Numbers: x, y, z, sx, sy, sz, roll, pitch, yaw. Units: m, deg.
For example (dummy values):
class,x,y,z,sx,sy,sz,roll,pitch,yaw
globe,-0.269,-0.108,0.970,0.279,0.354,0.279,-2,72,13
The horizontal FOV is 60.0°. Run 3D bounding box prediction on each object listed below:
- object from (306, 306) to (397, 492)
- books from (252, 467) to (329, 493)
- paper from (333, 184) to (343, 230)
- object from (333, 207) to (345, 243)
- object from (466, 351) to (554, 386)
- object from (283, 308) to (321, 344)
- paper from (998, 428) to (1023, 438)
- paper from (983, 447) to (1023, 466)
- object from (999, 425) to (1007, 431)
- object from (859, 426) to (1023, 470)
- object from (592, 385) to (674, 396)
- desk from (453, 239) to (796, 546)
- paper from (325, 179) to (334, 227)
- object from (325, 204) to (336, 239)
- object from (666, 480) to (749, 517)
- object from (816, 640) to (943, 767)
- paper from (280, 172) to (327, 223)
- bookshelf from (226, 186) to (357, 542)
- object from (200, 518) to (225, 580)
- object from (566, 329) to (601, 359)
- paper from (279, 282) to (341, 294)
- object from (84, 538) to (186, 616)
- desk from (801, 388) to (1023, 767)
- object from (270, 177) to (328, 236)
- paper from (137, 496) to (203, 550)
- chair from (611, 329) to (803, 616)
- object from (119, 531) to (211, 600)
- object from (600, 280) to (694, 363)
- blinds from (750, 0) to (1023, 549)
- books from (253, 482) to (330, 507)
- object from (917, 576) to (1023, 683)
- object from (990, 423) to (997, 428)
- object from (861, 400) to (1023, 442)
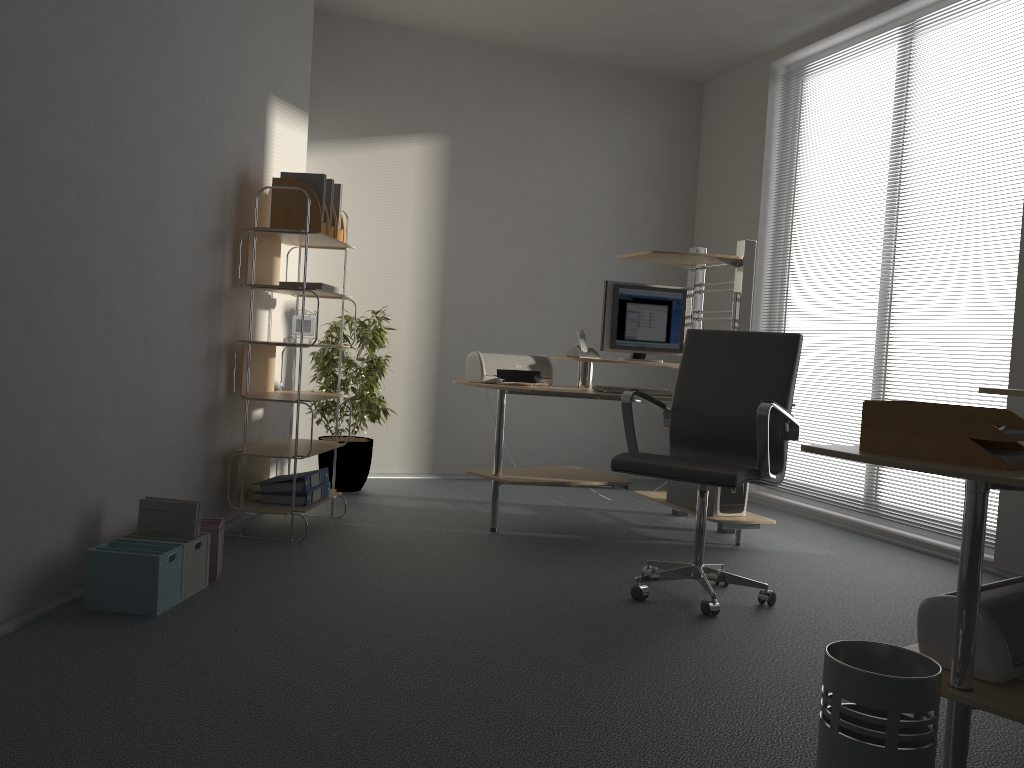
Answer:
class,x,y,z,sx,sy,sz,roll,pitch,yaw
object,-0.966,0.081,5.388,0.544,1.147,0.644,4,2,8
books,-1.055,0.459,4.239,0.263,0.100,0.320,4,2,7
paper,-0.953,-0.845,4.403,0.213,0.297,0.045,4,2,10
object,-0.956,-0.825,4.383,0.243,0.259,0.113,4,2,10
object,0.027,-0.077,4.580,0.438,0.162,0.351,2,3,-29
object,-0.991,-0.273,4.213,0.077,0.161,0.192,5,2,25
paper,0.975,0.095,1.961,0.210,0.010,0.297,1,3,-42
paper,0.972,0.147,1.963,0.210,0.019,0.297,1,3,-42
object,1.043,0.094,1.884,0.008,0.009,0.159,5,3,33
object,0.972,0.135,1.963,0.225,0.060,0.309,1,3,-42
object,0.583,0.047,4.650,0.478,0.082,0.814,3,2,-13
desk,0.539,-0.012,4.521,1.469,1.566,0.967,3,2,-21
paper,-0.973,-0.842,4.280,0.213,0.297,0.045,4,2,7
object,-0.976,-0.821,4.260,0.243,0.259,0.113,4,2,7
object,1.031,0.446,4.654,0.199,0.422,0.471,3,2,-21
object,0.697,0.712,1.704,0.208,0.377,0.208,4,2,23
paper,-0.986,-0.838,4.157,0.213,0.297,0.045,4,2,4
bookshelf,-1.023,-0.094,4.231,0.381,1.572,0.724,4,2,6
object,-1.220,0.620,3.327,0.245,0.202,0.185,3,2,-12
object,0.382,-0.214,4.712,0.150,0.151,0.119,2,3,-35
paper,-0.977,-0.463,4.309,0.213,0.046,0.297,4,2,6
object,-1.234,0.636,2.916,0.245,0.202,0.185,4,2,6
desk,1.531,0.151,1.914,1.469,1.566,0.967,3,2,-21
object,-0.987,-0.817,4.137,0.243,0.259,0.113,4,2,4
paper,-1.209,0.559,3.112,0.220,0.306,0.068,4,2,6
chair,0.753,0.303,3.438,0.584,1.048,0.652,5,3,35
object,-1.215,0.629,3.100,0.245,0.202,0.185,4,2,6
object,0.727,-0.333,4.861,0.516,0.418,0.245,3,2,-6
blinds,2.067,-0.636,5.074,0.037,2.749,1.950,3,2,-21
books,-1.048,0.515,4.240,0.262,0.072,0.320,4,2,7
object,1.170,0.547,1.955,0.438,0.162,0.351,2,3,-37
object,1.038,0.093,1.913,0.008,0.009,0.159,4,2,24
object,0.975,0.079,1.961,0.225,0.060,0.309,1,3,-42
